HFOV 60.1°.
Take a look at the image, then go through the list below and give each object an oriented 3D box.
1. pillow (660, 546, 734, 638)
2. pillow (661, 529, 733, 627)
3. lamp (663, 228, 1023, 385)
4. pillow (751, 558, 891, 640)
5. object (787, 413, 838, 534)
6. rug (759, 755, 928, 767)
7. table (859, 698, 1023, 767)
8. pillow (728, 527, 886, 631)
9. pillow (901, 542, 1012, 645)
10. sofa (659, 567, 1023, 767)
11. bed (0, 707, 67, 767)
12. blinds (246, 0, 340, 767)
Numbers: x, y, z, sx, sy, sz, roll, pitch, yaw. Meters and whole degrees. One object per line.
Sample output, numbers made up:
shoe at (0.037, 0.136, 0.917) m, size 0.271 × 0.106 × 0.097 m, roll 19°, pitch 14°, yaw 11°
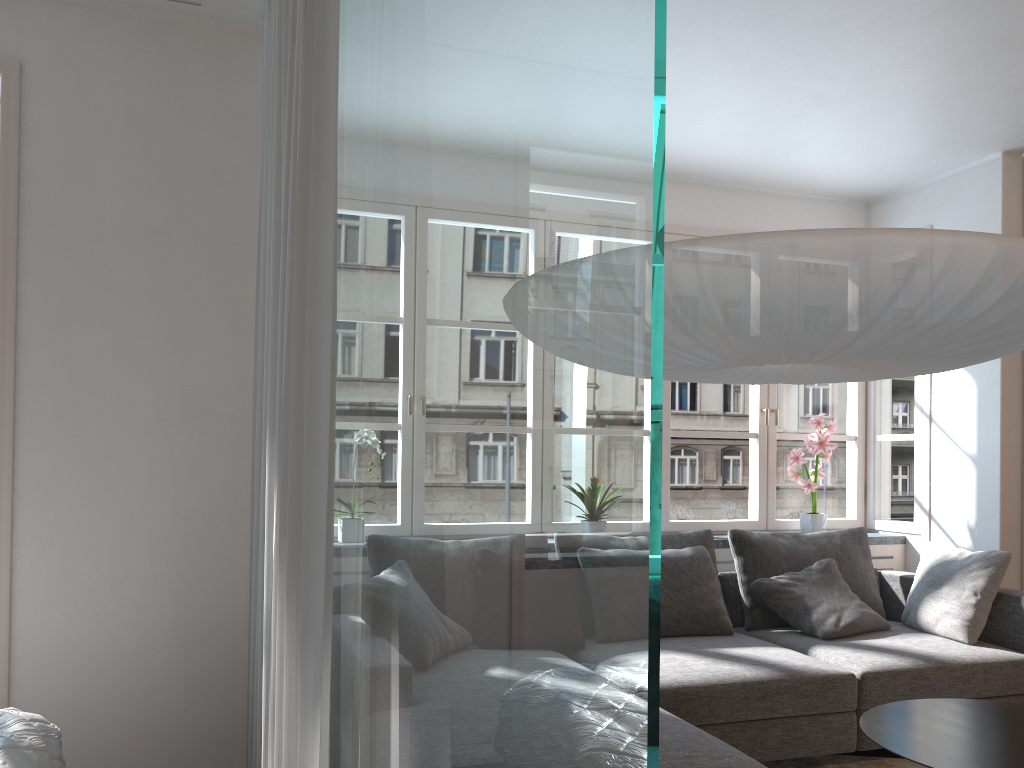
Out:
pillow at (0.650, 0.939, 3.987) m, size 0.667 × 0.396 × 0.292 m, roll 2°, pitch -3°, yaw -19°
pillow at (0.617, 0.925, 4.126) m, size 0.840 × 0.474 × 0.277 m, roll 2°, pitch -2°, yaw -19°
lamp at (0.716, -0.127, 2.359) m, size 1.470 × 0.209 × 1.475 m, roll -1°, pitch -5°, yaw 18°
pillow at (1.448, 0.998, 4.146) m, size 0.493 × 0.320 × 0.445 m, roll 4°, pitch -4°, yaw -37°
object at (1.694, 0.509, 4.989) m, size 0.201 × 0.689 × 0.298 m, roll 2°, pitch -2°, yaw -40°
rug at (1.290, 1.412, 2.234) m, size 2.842 × 0.012 × 2.842 m, roll 5°, pitch -6°, yaw -39°
table at (1.385, 1.194, 2.371) m, size 0.847 × 0.471 × 0.849 m, roll 2°, pitch -4°, yaw -17°
pillow at (1.484, 0.963, 4.414) m, size 0.837 × 0.476 × 0.275 m, roll 2°, pitch -2°, yaw -19°
pillow at (2.018, 0.961, 4.111) m, size 0.286 × 0.413 × 0.495 m, roll 1°, pitch -3°, yaw -20°
sofa at (0.947, 1.173, 3.312) m, size 3.069 × 0.670 × 2.045 m, roll 2°, pitch -5°, yaw -19°
bed at (-2.059, 0.911, 1.245) m, size 2.443 × 0.760 × 2.172 m, roll 2°, pitch -5°, yaw -19°
blinds at (-0.627, -0.007, 2.418) m, size 0.153 × 2.730 × 1.811 m, roll 1°, pitch -2°, yaw -17°
